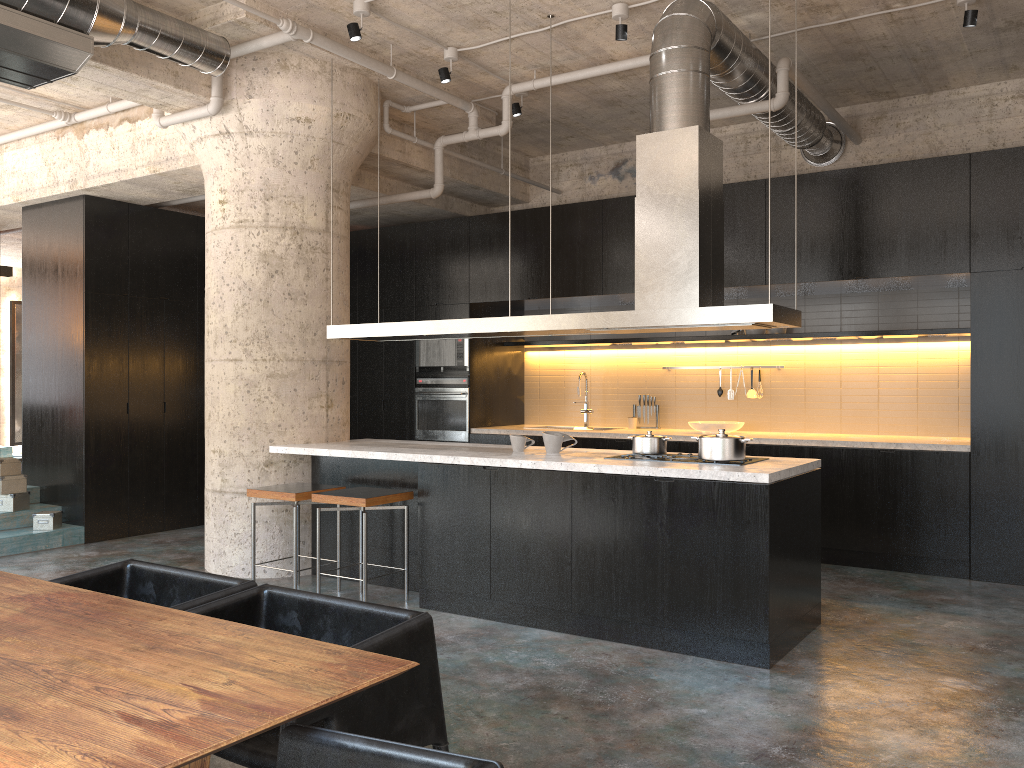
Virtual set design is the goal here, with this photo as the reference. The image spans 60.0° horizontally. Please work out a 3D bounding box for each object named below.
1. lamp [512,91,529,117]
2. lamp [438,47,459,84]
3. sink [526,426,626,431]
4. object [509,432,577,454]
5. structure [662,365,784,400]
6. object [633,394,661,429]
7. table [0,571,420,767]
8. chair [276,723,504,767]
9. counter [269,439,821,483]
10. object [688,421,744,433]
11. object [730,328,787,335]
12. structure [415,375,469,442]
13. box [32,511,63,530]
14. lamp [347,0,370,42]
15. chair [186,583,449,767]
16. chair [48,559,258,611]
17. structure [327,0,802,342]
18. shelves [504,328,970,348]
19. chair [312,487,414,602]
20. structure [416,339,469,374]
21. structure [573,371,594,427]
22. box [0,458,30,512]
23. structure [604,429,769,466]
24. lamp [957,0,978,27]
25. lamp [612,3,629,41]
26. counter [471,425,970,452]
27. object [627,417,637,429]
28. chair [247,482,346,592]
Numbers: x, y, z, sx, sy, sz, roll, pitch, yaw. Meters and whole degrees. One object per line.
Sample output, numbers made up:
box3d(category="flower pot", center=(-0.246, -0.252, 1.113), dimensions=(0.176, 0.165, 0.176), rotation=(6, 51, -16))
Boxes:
box3d(category="lamp", center=(0.063, -2.280, 7.166), dimensions=(0.145, 0.236, 0.107), rotation=(0, 0, 16))
box3d(category="lamp", center=(-0.455, -2.280, 6.370), dimensions=(0.145, 0.236, 0.107), rotation=(0, 0, 16))
box3d(category="sink", center=(0.606, 0.497, 8.667), dimensions=(0.890, 0.134, 0.458), rotation=(0, 0, 33))
box3d(category="object", center=(0.189, 0.367, 5.625), dimensions=(0.437, 0.133, 0.188), rotation=(0, 0, 34))
box3d(category="structure", center=(1.948, -0.011, 8.270), dimensions=(1.171, 0.315, 0.074), rotation=(0, 0, 33))
box3d(category="object", center=(1.298, 0.267, 8.585), dimensions=(0.291, 0.336, 0.060), rotation=(0, 0, 27))
box3d(category="table", center=(-1.571, 1.004, 2.112), dimensions=(2.410, 0.756, 1.299), rotation=(0, 0, 33))
box3d(category="chair", center=(-0.400, 1.014, 1.366), dimensions=(0.754, 0.738, 0.707), rotation=(0, 0, 33))
box3d(category="counter", center=(0.046, 0.456, 5.657), dimensions=(3.500, 0.046, 1.000), rotation=(0, 0, 33))
box3d(category="object", center=(1.818, 0.388, 7.900), dimensions=(0.490, 0.093, 0.490), rotation=(0, 0, 30))
box3d(category="object", center=(2.190, -0.553, 7.896), dimensions=(0.462, 0.240, 0.334), rotation=(0, 0, 30))
box3d(category="structure", center=(-0.561, 0.240, 9.047), dimensions=(0.664, 0.651, 0.649), rotation=(0, 0, 33))
box3d(category="box", center=(-3.951, 1.160, 7.548), dimensions=(0.172, 0.140, 0.187), rotation=(0, 0, -4))
box3d(category="lamp", center=(-0.964, -2.280, 5.587), dimensions=(0.145, 0.236, 0.107), rotation=(0, 0, 16))
box3d(category="chair", center=(-0.644, 1.014, 2.497), dimensions=(0.707, 0.738, 0.754), rotation=(0, 0, 33))
box3d(category="chair", center=(-1.254, 1.014, 2.904), dimensions=(0.707, 0.738, 0.754), rotation=(0, 0, 33))
box3d(category="structure", center=(0.161, -1.359, 5.567), dimensions=(3.117, 2.100, 0.538), rotation=(0, 0, 33))
box3d(category="shelves", center=(1.853, -0.411, 8.137), dimensions=(4.362, 0.043, 0.403), rotation=(0, 0, 33))
box3d(category="chair", center=(-0.941, 1.033, 5.606), dimensions=(0.450, 0.698, 0.450), rotation=(0, 0, 33))
box3d(category="structure", center=(-0.536, -0.325, 9.086), dimensions=(0.659, 0.450, 0.612), rotation=(0, 0, 33))
box3d(category="structure", center=(0.696, 0.155, 8.792), dimensions=(0.125, 0.559, 0.269), rotation=(0, 0, 33))
box3d(category="box", center=(-4.325, 0.859, 7.589), dimensions=(0.331, 0.441, 0.280), rotation=(0, 0, 22))
box3d(category="structure", center=(1.015, 0.340, 5.129), dimensions=(0.833, 0.187, 0.506), rotation=(0, 0, 33))
box3d(category="lamp", center=(2.778, -2.284, 5.413), dimensions=(0.107, 0.236, 0.145), rotation=(0, 0, 16))
box3d(category="lamp", center=(0.684, -2.281, 5.621), dimensions=(0.107, 0.236, 0.145), rotation=(0, 0, 16))
box3d(category="counter", center=(1.696, 0.505, 7.897), dimensions=(4.360, 0.142, 1.000), rotation=(0, 0, 33))
box3d(category="object", center=(1.160, 0.376, 8.554), dimensions=(0.092, 0.117, 0.092), rotation=(0, 0, -18))
box3d(category="chair", center=(-1.422, 1.033, 5.861), dimensions=(0.450, 0.698, 0.450), rotation=(0, 0, 33))
